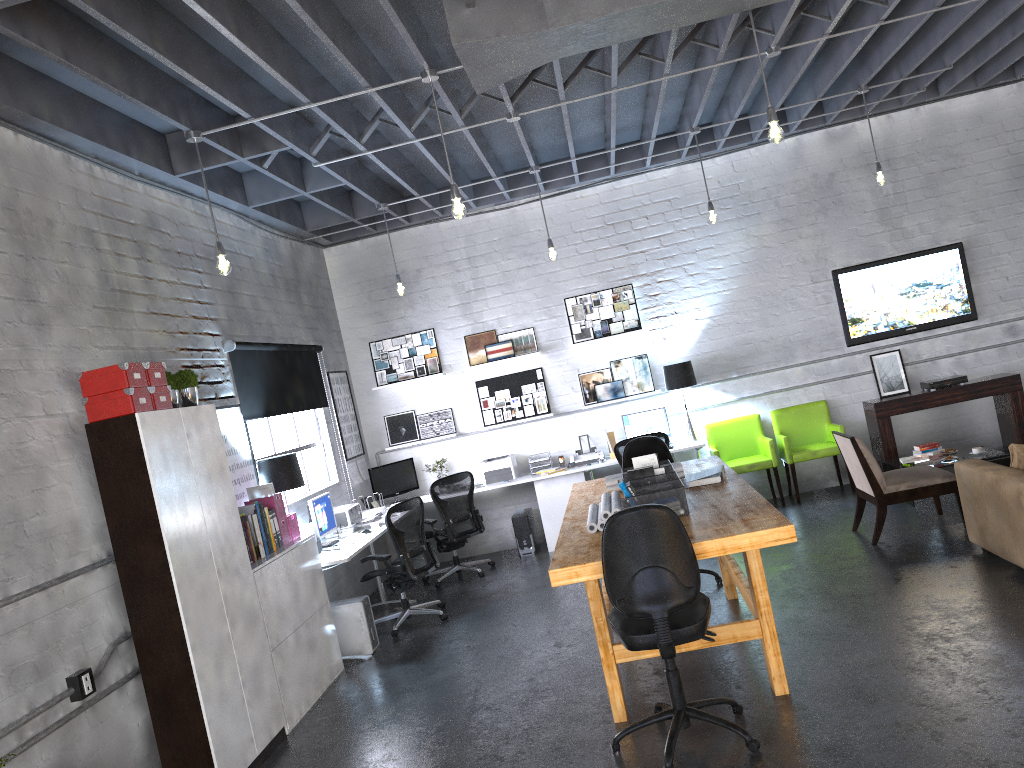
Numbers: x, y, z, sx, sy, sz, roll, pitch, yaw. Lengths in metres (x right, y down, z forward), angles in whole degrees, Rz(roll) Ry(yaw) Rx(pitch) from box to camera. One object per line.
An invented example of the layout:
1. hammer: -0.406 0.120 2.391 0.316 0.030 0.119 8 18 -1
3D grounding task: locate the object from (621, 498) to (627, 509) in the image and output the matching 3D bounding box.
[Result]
1. object: 0.624 0.719 4.996 0.058 0.057 0.635 -12 0 6

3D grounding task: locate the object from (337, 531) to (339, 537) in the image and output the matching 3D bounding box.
1. object: -1.506 1.273 7.647 0.006 0.124 0.014 -13 1 -28

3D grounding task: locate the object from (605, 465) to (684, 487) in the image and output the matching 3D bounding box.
1. object: 0.881 0.613 5.907 0.520 0.047 0.046 -12 1 5

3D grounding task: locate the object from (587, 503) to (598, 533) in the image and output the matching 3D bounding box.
1. object: 0.458 0.755 5.016 0.057 0.058 0.635 -12 0 6

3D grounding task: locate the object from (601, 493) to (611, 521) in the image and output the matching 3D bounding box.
1. object: 0.532 0.689 5.005 0.057 0.057 0.635 -12 0 6

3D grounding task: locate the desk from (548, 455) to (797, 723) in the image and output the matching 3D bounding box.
1. desk: 0.957 1.148 5.400 1.115 0.926 2.830 -12 0 6

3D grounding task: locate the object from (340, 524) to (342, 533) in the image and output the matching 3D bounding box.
1. object: -1.474 1.266 7.651 0.013 0.124 0.006 -13 1 -19

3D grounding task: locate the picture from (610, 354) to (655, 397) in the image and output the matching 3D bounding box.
1. picture: 1.283 -0.083 9.467 0.410 0.408 0.047 -12 1 7

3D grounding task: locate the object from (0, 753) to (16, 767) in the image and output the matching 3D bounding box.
1. object: -1.955 1.532 3.245 0.297 0.363 0.270 -11 1 42

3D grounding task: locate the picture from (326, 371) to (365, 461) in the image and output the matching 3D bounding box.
1. picture: -1.745 0.321 9.343 0.020 0.935 0.658 -12 1 6

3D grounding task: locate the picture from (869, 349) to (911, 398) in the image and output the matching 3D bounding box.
1. picture: 3.901 -0.106 9.152 0.308 0.457 0.092 -12 1 7

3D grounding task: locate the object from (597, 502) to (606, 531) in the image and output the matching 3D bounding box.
1. object: 0.514 0.743 5.009 0.058 0.057 0.635 -12 0 6

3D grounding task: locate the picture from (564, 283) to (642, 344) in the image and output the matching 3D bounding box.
1. picture: 0.968 -0.747 9.465 0.749 0.503 0.058 -12 1 7

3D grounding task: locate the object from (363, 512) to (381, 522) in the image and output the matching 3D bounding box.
1. object: -1.456 1.289 8.415 0.392 0.064 0.259 -12 0 7

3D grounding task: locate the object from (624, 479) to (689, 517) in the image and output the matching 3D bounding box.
1. object: 0.778 0.637 4.790 0.317 0.156 0.306 -12 1 7

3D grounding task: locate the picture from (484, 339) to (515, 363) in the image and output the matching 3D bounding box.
1. picture: -0.132 -0.353 9.593 0.311 0.196 0.029 -12 1 7

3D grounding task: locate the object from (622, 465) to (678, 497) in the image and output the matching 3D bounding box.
1. object: 0.844 0.619 5.401 0.317 0.156 0.306 -12 1 7

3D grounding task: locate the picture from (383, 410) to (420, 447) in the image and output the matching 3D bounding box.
1. picture: -1.213 0.487 9.768 0.355 0.343 0.042 -12 1 7

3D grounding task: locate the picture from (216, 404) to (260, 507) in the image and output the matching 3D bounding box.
1. picture: -2.025 0.542 6.502 0.020 0.780 0.606 -12 1 6

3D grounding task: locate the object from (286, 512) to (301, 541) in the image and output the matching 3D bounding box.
1. object: -1.673 1.049 6.413 0.214 0.177 0.161 -12 1 7

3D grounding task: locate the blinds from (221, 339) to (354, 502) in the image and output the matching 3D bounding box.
1. blinds: -1.863 0.432 7.760 0.100 1.632 2.118 -12 1 6

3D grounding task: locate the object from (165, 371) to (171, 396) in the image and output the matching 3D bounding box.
1. object: -1.975 0.040 4.944 0.169 0.240 0.171 -11 1 36

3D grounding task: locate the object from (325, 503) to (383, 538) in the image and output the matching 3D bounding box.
1. object: -1.422 1.200 7.979 0.485 0.230 0.420 -12 1 7

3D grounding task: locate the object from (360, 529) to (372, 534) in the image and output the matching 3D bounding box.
1. object: -1.260 1.266 7.608 0.114 0.036 0.058 -12 1 -3

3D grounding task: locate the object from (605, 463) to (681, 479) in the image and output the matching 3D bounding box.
1. object: 0.891 0.610 6.009 0.520 0.047 0.046 -12 1 7

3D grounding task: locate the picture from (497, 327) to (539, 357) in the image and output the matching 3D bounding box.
1. picture: 0.061 -0.436 9.584 0.410 0.277 0.036 -12 1 7

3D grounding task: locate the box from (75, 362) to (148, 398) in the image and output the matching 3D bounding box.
1. box: -2.043 -0.020 4.549 0.270 0.131 0.206 -12 1 7

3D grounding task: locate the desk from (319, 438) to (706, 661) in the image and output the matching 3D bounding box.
1. desk: 0.157 1.378 8.022 3.576 0.785 3.296 -12 0 7

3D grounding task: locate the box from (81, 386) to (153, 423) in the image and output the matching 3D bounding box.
1. box: -2.016 0.107 4.552 0.270 0.131 0.206 -12 1 7

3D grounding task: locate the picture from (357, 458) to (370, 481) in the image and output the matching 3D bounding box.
1. picture: -1.588 0.914 9.535 0.036 0.221 0.289 -12 1 6

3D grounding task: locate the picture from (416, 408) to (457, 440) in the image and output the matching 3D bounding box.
1. picture: -0.832 0.439 9.722 0.410 0.277 0.036 -12 1 7

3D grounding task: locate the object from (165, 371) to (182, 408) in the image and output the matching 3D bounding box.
1. object: -1.985 0.041 5.094 0.169 0.240 0.171 -13 1 -44

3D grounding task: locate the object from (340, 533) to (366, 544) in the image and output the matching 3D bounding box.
1. object: -1.314 1.284 7.319 0.181 0.028 0.422 -12 0 -4

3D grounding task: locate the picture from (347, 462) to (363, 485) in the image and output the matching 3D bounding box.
1. picture: -1.626 0.924 9.189 0.036 0.221 0.289 -12 1 6

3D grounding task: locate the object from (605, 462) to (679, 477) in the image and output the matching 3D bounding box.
1. object: 0.902 0.608 6.101 0.520 0.047 0.046 -12 1 7

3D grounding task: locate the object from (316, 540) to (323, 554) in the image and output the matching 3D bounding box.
1. object: -1.644 1.264 7.070 0.209 0.208 0.104 -12 1 6

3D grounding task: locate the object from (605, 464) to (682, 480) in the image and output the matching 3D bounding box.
1. object: 0.886 0.612 5.963 0.520 0.047 0.046 -12 1 7

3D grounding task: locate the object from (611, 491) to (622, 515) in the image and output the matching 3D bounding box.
1. object: 0.587 0.677 4.998 0.057 0.057 0.635 -12 0 6

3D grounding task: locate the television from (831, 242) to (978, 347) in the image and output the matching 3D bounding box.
1. television: 4.031 -0.914 9.115 1.324 0.816 0.021 -12 1 6

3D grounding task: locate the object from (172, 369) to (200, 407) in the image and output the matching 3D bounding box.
1. object: -1.924 0.027 5.237 0.169 0.240 0.171 -12 1 6

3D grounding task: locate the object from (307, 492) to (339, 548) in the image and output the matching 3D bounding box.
1. object: -1.614 1.149 7.383 0.212 0.417 0.465 -12 1 6

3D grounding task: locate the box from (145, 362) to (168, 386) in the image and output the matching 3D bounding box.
1. box: -2.022 -0.027 4.757 0.268 0.133 0.206 -12 1 7

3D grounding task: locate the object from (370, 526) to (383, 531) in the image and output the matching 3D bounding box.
1. object: -1.185 1.260 7.688 0.119 0.016 0.119 -12 0 24

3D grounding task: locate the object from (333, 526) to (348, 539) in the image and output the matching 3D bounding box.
1. object: -1.486 1.287 7.672 0.082 0.090 0.089 -12 1 32

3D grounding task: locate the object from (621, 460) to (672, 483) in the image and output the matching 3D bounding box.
1. object: 0.878 0.610 5.706 0.317 0.156 0.306 -12 1 7

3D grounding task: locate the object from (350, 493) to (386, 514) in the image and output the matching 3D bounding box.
1. object: -1.428 1.210 8.750 0.324 0.208 0.233 -12 1 7

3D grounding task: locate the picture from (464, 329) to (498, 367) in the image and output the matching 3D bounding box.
1. picture: -0.320 -0.388 9.630 0.355 0.343 0.042 -12 1 7

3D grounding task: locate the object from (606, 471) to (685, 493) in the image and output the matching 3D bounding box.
1. object: 0.887 0.653 5.893 0.520 0.047 0.047 -12 1 7

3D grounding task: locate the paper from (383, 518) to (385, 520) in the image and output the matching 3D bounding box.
1. paper: -1.133 1.252 8.352 0.159 0.001 0.115 -12 0 -5

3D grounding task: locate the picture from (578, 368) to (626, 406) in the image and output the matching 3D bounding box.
1. picture: 0.962 0.018 9.498 0.452 0.345 0.054 -12 1 7

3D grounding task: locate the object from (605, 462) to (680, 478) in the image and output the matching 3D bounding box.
1. object: 0.896 0.609 6.054 0.520 0.047 0.046 -12 1 7

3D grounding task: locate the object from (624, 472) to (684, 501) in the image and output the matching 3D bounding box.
1. object: 0.811 0.628 5.095 0.317 0.156 0.306 -12 1 7

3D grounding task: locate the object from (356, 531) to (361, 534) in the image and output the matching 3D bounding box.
1. object: -1.318 1.288 7.695 0.076 0.016 0.017 -12 1 -3

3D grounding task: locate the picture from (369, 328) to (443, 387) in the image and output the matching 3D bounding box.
1. picture: -1.168 -0.288 9.720 0.749 0.503 0.058 -12 1 7

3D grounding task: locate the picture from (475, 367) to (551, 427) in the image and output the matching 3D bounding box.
1. picture: 0.010 0.142 9.611 0.749 0.503 0.058 -12 1 7

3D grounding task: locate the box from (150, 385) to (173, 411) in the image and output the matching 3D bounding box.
1. box: -1.993 0.101 4.759 0.270 0.131 0.206 -12 1 7

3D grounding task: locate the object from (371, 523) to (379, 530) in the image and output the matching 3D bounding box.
1. object: -1.184 1.235 7.690 0.077 0.049 0.062 -12 1 -23
